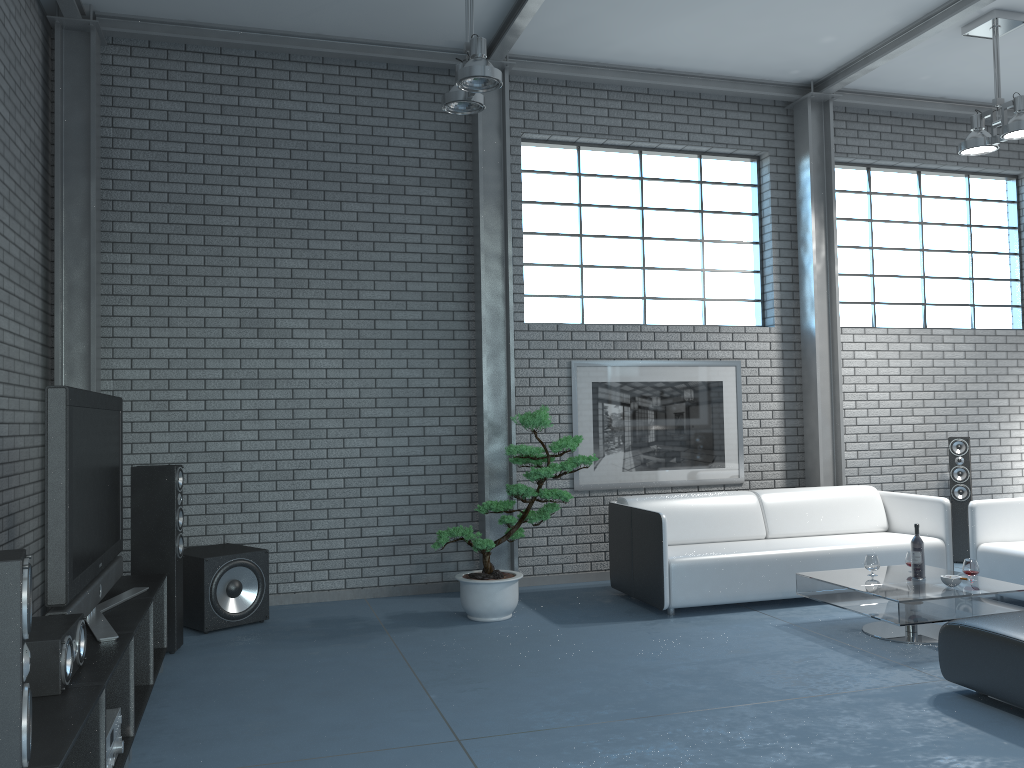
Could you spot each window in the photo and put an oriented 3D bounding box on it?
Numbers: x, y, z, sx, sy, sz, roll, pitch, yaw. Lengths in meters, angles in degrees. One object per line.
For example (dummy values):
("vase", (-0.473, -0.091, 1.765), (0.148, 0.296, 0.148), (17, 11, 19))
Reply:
("window", (3.768, -1.230, 8.156), (2.200, 1.500, 0.100), (0, -2, -16))
("window", (1.083, -1.209, 7.362), (2.200, 1.500, 0.100), (0, -2, -16))

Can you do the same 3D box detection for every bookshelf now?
("bookshelf", (-1.614, 1.184, 3.278), (0.405, 0.497, 2.764), (0, -2, -16))

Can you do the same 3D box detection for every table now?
("table", (2.292, 1.279, 5.100), (0.900, 0.300, 0.900), (0, -2, -16))

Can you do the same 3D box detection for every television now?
("television", (-1.745, 0.494, 3.674), (0.343, 0.919, 1.356), (0, -2, -16))

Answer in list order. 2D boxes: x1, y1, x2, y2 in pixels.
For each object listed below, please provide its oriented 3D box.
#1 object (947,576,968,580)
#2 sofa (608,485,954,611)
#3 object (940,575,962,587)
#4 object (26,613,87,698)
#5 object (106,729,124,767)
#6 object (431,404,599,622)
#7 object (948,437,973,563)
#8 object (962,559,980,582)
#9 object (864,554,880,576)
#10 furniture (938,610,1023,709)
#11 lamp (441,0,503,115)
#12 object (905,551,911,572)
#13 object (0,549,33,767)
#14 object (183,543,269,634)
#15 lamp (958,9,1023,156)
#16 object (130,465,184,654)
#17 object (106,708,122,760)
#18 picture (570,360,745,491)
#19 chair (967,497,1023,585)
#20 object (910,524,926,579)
("object", (2.440, 1.078, 4.853), (0.024, 0.052, 0.128), (0, -2, -23))
("sofa", (1.882, 1.110, 6.313), (2.238, 0.661, 0.919), (0, -2, -16))
("object", (2.424, 1.090, 4.891), (0.108, 0.056, 0.108), (0, -2, -20))
("object", (-1.474, 0.831, 2.722), (0.254, 0.159, 0.381), (0, -2, -16))
("object", (-1.502, 1.262, 2.926), (0.375, 0.070, 0.430), (0, -2, -16))
("object", (0.016, 0.815, 5.671), (1.032, 1.362, 0.586), (-3, -3, 33))
("object", (3.786, 0.972, 7.470), (0.159, 1.045, 0.254), (-2, -3, 28))
("object", (2.617, 1.061, 5.058), (0.089, 0.120, 0.089), (-3, -3, 39))
("object", (2.148, 1.080, 5.289), (0.089, 0.120, 0.089), (-3, -3, 39))
("furniture", (2.648, 1.174, 3.916), (1.291, 0.301, 0.685), (0, -2, -16))
("lamp", (-0.245, -2.088, 5.132), (0.300, 0.872, 0.639), (0, -2, -16))
("object", (2.432, 1.078, 5.375), (0.089, 0.120, 0.089), (-3, -3, 39))
("object", (-0.969, 0.827, 1.520), (0.254, 1.045, 0.159), (0, -3, -26))
("object", (-1.896, 1.303, 5.707), (0.536, 0.464, 0.445), (-3, -3, 43))
("lamp", (3.399, -2.116, 6.209), (0.300, 0.872, 0.639), (0, -2, -16))
("object", (-2.001, 0.987, 5.018), (0.254, 1.045, 0.159), (-1, -2, -6))
("object", (-1.511, 1.188, 2.927), (0.360, 0.070, 0.430), (0, -2, -16))
("picture", (1.183, 0.318, 7.103), (1.490, 1.015, 0.020), (0, -2, -16))
("chair", (3.640, 1.055, 5.785), (0.919, 0.661, 0.767), (0, -2, -19))
("object", (2.361, 0.972, 5.162), (0.079, 0.316, 0.079), (-2, -2, 16))
